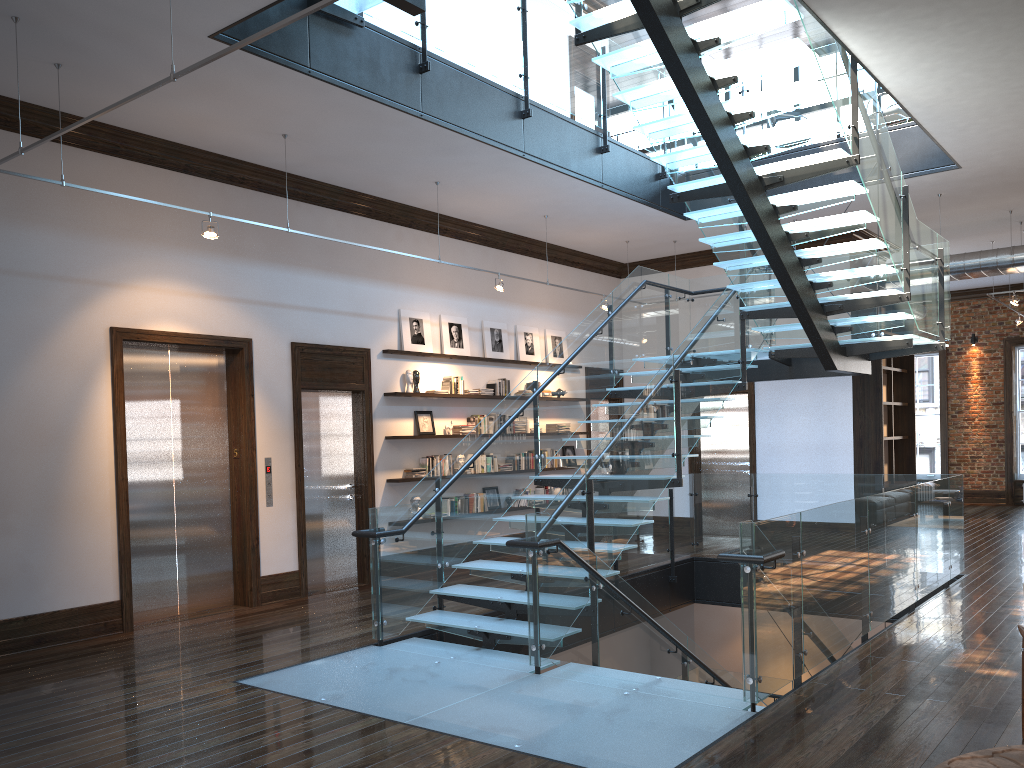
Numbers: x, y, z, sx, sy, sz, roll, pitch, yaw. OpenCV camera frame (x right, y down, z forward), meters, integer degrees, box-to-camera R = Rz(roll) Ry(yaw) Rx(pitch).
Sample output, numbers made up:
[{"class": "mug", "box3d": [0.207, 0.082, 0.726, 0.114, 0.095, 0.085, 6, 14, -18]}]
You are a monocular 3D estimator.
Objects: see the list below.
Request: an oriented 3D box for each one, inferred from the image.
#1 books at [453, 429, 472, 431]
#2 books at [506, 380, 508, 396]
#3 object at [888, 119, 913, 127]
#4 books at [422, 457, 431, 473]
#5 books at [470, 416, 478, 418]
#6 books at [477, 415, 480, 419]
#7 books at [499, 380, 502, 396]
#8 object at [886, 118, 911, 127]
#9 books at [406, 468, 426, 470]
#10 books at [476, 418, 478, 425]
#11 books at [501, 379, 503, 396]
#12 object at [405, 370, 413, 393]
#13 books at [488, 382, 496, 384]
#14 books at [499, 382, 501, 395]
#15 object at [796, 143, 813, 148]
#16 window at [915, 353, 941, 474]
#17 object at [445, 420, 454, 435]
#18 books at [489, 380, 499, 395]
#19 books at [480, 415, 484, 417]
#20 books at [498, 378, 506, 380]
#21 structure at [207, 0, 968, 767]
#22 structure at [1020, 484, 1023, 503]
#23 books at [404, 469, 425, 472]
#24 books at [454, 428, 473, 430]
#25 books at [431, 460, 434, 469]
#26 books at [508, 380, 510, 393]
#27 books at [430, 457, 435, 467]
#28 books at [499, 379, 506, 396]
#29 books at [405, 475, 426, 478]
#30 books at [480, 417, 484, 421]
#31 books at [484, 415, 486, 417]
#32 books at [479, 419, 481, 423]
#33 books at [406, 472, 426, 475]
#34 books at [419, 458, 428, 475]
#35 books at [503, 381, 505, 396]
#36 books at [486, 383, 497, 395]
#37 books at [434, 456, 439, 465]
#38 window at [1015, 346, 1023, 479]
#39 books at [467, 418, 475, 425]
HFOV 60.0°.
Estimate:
[{"class": "books", "box3d": [-0.618, 0.589, 11.357, 0.142, 0.011, 0.256, -4, -4, 35]}, {"class": "books", "box3d": [-0.128, 0.054, 11.969, 0.167, 0.219, 0.021, -2, 1, 38]}, {"class": "object", "box3d": [6.507, -3.603, 14.464, 0.800, 1.866, 0.811, -2, 1, -9]}, {"class": "books", "box3d": [-1.044, 1.011, 10.793, 0.134, 0.236, 0.013, -1, 1, 38]}, {"class": "books", "box3d": [-0.488, 0.536, 11.538, 0.132, 0.236, 0.009, -1, 1, 38]}, {"class": "books", "box3d": [-0.472, 0.532, 11.543, 0.139, 0.243, 0.005, -1, 1, 38]}, {"class": "books", "box3d": [-0.204, 0.055, 11.892, 0.154, 0.211, 0.023, -2, 1, 38]}, {"class": "object", "box3d": [4.644, -3.230, 10.781, 0.519, 0.770, 0.541, -1, 0, -42]}, {"class": "books", "box3d": [-1.160, 1.021, 10.652, 0.135, 0.014, 0.215, -4, -4, 38]}, {"class": "books", "box3d": [-0.500, 0.545, 11.490, 0.153, 0.213, 0.005, -2, 1, 38]}, {"class": "books", "box3d": [-0.188, 0.053, 11.900, 0.156, 0.217, 0.011, -2, 1, 38]}, {"class": "object", "box3d": [-1.228, -0.027, 10.599, 0.098, 0.288, 0.098, -2, 1, -10]}, {"class": "books", "box3d": [-0.270, 0.066, 11.812, 0.126, 0.185, 0.042, -2, 1, 38]}, {"class": "books", "box3d": [-0.217, 0.068, 11.843, 0.166, 0.180, 0.028, -2, 1, 38]}, {"class": "object", "box3d": [3.615, -3.152, 11.588, 0.540, 0.770, 0.519, -2, 0, 8]}, {"class": "window", "box3d": [8.602, 0.732, 19.349, 1.521, 2.755, 0.154, -1, 1, 38]}, {"class": "object", "box3d": [-0.787, 0.548, 11.171, 0.122, 0.187, 0.059, -2, 1, -17]}, {"class": "books", "box3d": [-0.240, 0.054, 11.829, 0.156, 0.208, 0.022, -2, 1, 38]}, {"class": "books", "box3d": [-0.415, 0.532, 11.611, 0.146, 0.249, 0.006, -2, 1, 38]}, {"class": "books", "box3d": [-0.131, 0.045, 11.991, 0.139, 0.240, 0.011, -1, 1, 38]}, {"class": "structure", "box3d": [1.467, 0.301, 7.837, 3.578, 14.510, 7.034, -1, 1, 38]}, {"class": "structure", "box3d": [10.731, 2.153, 17.413, 1.303, 0.395, 0.215, -4, -1, 38]}, {"class": "books", "box3d": [-1.168, 1.041, 10.636, 0.143, 0.028, 0.218, -5, -5, 43]}, {"class": "books", "box3d": [-0.617, 0.578, 11.355, 0.142, 0.011, 0.256, -4, -4, 34]}, {"class": "books", "box3d": [-1.007, 1.030, 10.834, 0.156, 0.203, 0.013, -2, 1, 38]}, {"class": "books", "box3d": [-0.094, 0.059, 12.027, 0.163, 0.214, 0.023, -2, 1, 38]}, {"class": "books", "box3d": [-0.997, 1.012, 10.858, 0.128, 0.241, 0.012, -1, 1, 38]}, {"class": "books", "box3d": [-0.144, 0.051, 11.961, 0.162, 0.226, 0.011, -2, 1, 38]}, {"class": "books", "box3d": [-1.158, 1.108, 10.651, 0.143, 0.028, 0.235, -4, -4, 38]}, {"class": "books", "box3d": [-0.430, 0.547, 11.564, 0.167, 0.215, 0.013, -2, 1, 38]}, {"class": "books", "box3d": [-0.403, 0.532, 11.622, 0.168, 0.252, 0.022, -2, 1, 38]}, {"class": "books", "box3d": [-0.460, 0.557, 11.527, 0.160, 0.191, 0.006, -2, 1, 38]}, {"class": "books", "box3d": [-1.159, 1.081, 10.656, 0.155, 0.028, 0.191, -4, -4, 33]}, {"class": "books", "box3d": [-1.074, 1.016, 10.779, 0.125, 0.227, 0.047, -1, 1, 38]}, {"class": "books", "box3d": [-0.153, 0.062, 11.952, 0.131, 0.203, 0.014, -2, 1, 38]}, {"class": "books", "box3d": [-0.272, 0.076, 11.784, 0.167, 0.161, 0.037, -2, 0, 38]}, {"class": "books", "box3d": [-0.952, 1.012, 10.903, 0.139, 0.243, 0.015, -1, 1, 38]}, {"class": "window", "box3d": [10.859, 0.561, 17.594, 1.521, 2.755, 0.154, -1, 1, 38]}, {"class": "books", "box3d": [-0.527, 0.545, 11.484, 0.142, 0.213, 0.005, -2, 1, 38]}]
